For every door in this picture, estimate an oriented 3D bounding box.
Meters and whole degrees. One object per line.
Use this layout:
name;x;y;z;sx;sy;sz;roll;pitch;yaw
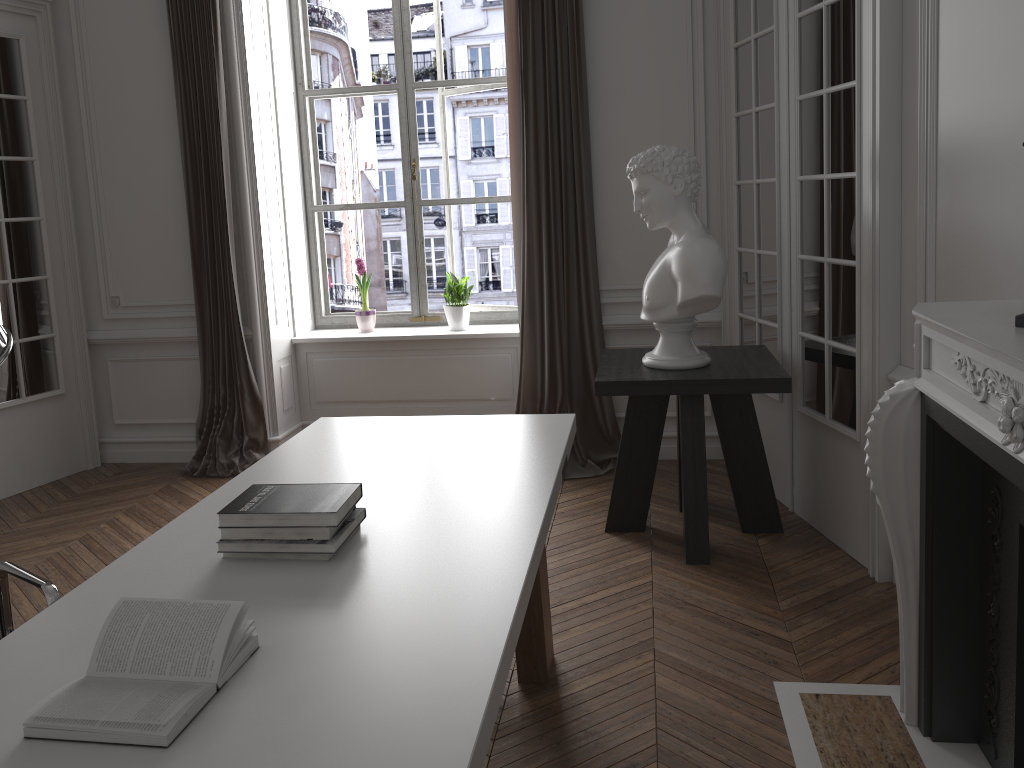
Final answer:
door;1.232;-0.751;3.880;0.086;2.708;1.581;-4;8;-7
door;-2.916;-0.672;4.505;0.086;2.708;1.581;0;9;24

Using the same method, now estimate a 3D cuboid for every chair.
chair;-1.157;0.738;1.646;0.669;0.914;0.700;3;11;34

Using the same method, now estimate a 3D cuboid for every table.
table;0.776;0.271;3.846;0.767;0.742;0.777;-1;10;9
table;-0.400;0.752;1.813;0.900;0.741;2.656;-1;11;9

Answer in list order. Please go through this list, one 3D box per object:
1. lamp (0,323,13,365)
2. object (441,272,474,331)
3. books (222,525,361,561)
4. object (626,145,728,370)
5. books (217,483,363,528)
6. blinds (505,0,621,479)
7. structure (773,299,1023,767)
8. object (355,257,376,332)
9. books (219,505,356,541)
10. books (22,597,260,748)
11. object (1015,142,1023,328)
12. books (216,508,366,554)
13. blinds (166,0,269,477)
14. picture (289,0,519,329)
lamp;-0.608;0.262;0.709;0.269;0.692;0.494;-2;9;9
object;-0.335;-0.520;5.487;0.215;0.365;0.287;-5;9;-13
books;-0.482;0.339;1.948;0.242;0.022;0.193;-1;12;11
object;0.686;-0.536;3.697;0.392;0.915;0.641;-2;9;9
books;-0.479;0.263;1.930;0.258;0.032;0.193;-2;12;7
blinds;0.169;-1.056;4.620;0.777;3.071;0.346;-3;7;3
structure;1.041;0.518;1.736;0.809;1.171;1.625;-2;10;9
object;-0.937;-0.568;5.610;0.129;0.471;0.130;-7;9;-31
books;-0.486;0.293;1.937;0.239;0.028;0.193;-2;12;7
books;-0.562;0.425;1.365;0.226;0.094;0.282;-1;11;10
object;1.181;-0.497;1.888;0.143;0.746;0.166;-9;10;-39
books;-0.476;0.318;1.936;0.258;0.022;0.214;-1;12;9
blinds;-1.738;-1.027;4.944;0.580;3.071;0.313;-1;8;14
picture;-1.095;-1.058;1.899;13.199;4.755;13.401;-3;11;1
